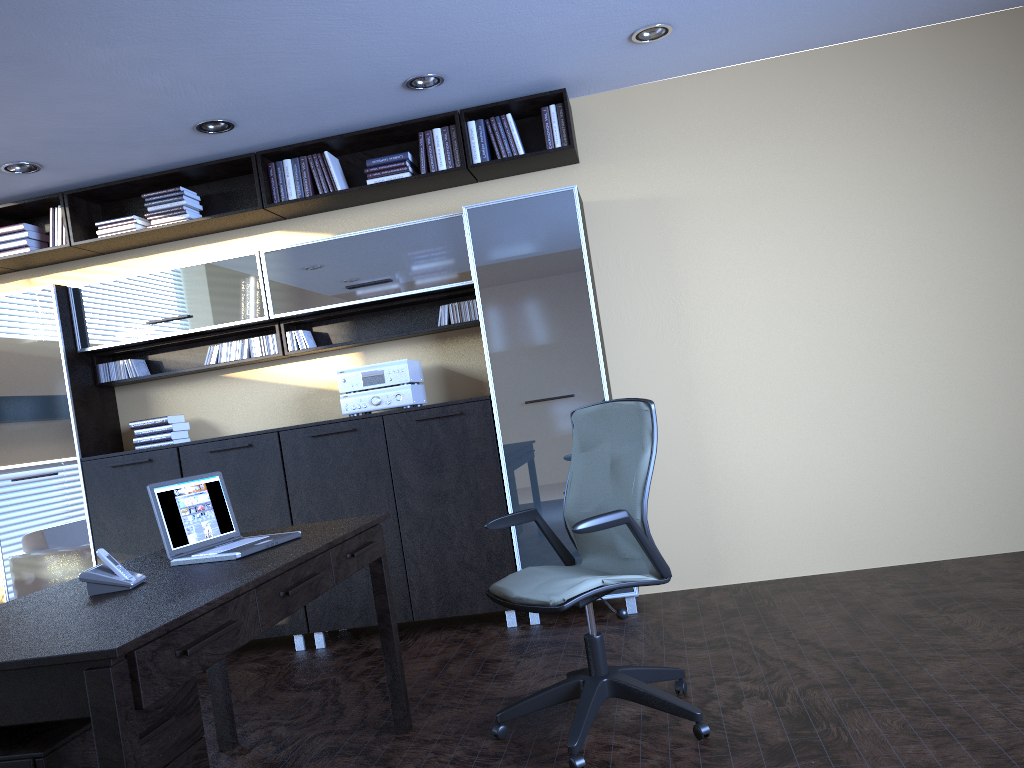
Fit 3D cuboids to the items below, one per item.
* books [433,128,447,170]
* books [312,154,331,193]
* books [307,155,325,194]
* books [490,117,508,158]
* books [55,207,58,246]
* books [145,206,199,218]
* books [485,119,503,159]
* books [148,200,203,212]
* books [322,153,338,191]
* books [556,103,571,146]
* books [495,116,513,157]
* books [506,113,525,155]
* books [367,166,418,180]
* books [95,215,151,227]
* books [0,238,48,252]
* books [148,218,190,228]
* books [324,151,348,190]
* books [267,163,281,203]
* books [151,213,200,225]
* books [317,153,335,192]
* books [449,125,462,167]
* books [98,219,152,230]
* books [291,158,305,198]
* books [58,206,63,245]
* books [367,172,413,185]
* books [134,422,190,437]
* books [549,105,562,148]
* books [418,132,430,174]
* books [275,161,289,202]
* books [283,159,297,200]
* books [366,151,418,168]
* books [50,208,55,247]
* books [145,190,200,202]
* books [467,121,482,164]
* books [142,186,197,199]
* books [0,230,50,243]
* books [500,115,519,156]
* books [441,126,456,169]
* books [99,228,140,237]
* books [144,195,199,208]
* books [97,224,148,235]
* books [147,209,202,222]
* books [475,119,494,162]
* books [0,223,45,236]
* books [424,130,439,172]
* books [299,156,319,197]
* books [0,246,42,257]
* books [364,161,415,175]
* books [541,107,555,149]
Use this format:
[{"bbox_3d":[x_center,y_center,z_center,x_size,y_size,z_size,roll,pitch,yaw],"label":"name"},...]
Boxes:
[{"bbox_3d":[-0.409,-1.363,5.271,0.050,0.258,0.207,-9,0,9],"label":"books"},{"bbox_3d":[-1.127,-1.251,5.395,0.075,0.259,0.207,-9,0,9],"label":"books"},{"bbox_3d":[-1.158,-1.246,5.401,0.075,0.259,0.207,-9,0,9],"label":"books"},{"bbox_3d":[-0.062,-1.417,5.213,0.075,0.259,0.207,-9,0,9],"label":"books"},{"bbox_3d":[-2.851,-0.983,5.675,0.075,0.259,0.207,-9,0,8],"label":"books"},{"bbox_3d":[-2.133,-1.066,5.572,0.258,0.028,0.207,-9,-1,8],"label":"books"},{"bbox_3d":[-0.089,-1.412,5.240,0.075,0.259,0.207,-9,0,9],"label":"books"},{"bbox_3d":[-2.110,-1.099,5.559,0.258,0.028,0.207,-9,-1,9],"label":"books"},{"bbox_3d":[-1.072,-1.259,5.398,0.072,0.258,0.207,-9,0,9],"label":"books"},{"bbox_3d":[0.308,-1.474,5.159,0.050,0.258,0.207,-9,0,8],"label":"books"},{"bbox_3d":[-0.030,-1.421,5.213,0.075,0.259,0.207,-9,0,9],"label":"books"},{"bbox_3d":[0.031,-1.431,5.198,0.075,0.259,0.207,-9,0,8],"label":"books"},{"bbox_3d":[-0.716,-1.252,5.331,0.258,0.031,0.207,-9,-1,9],"label":"books"},{"bbox_3d":[-2.457,-1.015,5.610,0.258,0.028,0.207,-9,-1,8],"label":"books"},{"bbox_3d":[-3.175,-0.879,5.715,0.258,0.050,0.207,-9,-1,9],"label":"books"},{"bbox_3d":[-2.104,-0.984,5.548,0.258,0.028,0.207,-9,-1,9],"label":"books"},{"bbox_3d":[-1.053,-1.263,5.370,0.072,0.258,0.207,-9,0,8],"label":"books"},{"bbox_3d":[-1.423,-1.205,5.446,0.050,0.258,0.207,-9,0,9],"label":"books"},{"bbox_3d":[-2.086,-1.016,5.554,0.258,0.028,0.207,-9,-1,9],"label":"books"},{"bbox_3d":[-1.096,-1.254,5.386,0.072,0.258,0.207,-9,0,9],"label":"books"},{"bbox_3d":[-0.307,-1.378,5.255,0.050,0.258,0.207,-9,0,9],"label":"books"},{"bbox_3d":[-2.433,-0.990,5.600,0.258,0.028,0.207,-9,-1,8],"label":"books"},{"bbox_3d":[-1.271,-1.228,5.423,0.050,0.258,0.207,-9,0,9],"label":"books"},{"bbox_3d":[-2.822,-0.988,5.657,0.075,0.259,0.207,-9,0,8],"label":"books"},{"bbox_3d":[-0.719,-1.208,5.340,0.258,0.050,0.207,-9,-1,8],"label":"books"},{"bbox_3d":[-2.215,0.289,5.618,0.258,0.050,0.207,-9,-1,9],"label":"books"},{"bbox_3d":[0.264,-1.467,5.166,0.036,0.258,0.207,-9,0,9],"label":"books"},{"bbox_3d":[-0.511,-1.346,5.294,0.055,0.260,0.207,-9,0,9],"label":"books"},{"bbox_3d":[-1.373,-1.213,5.438,0.050,0.258,0.207,-9,0,9],"label":"books"},{"bbox_3d":[-1.323,-1.220,5.425,0.050,0.258,0.207,-9,0,9],"label":"books"},{"bbox_3d":[-0.719,-1.324,5.321,0.258,0.050,0.207,-9,-1,9],"label":"books"},{"bbox_3d":[-2.882,-0.978,5.676,0.075,0.259,0.207,-9,0,9],"label":"books"},{"bbox_3d":[-2.119,-1.156,5.545,0.258,0.028,0.207,-9,-1,8],"label":"books"},{"bbox_3d":[-0.206,-1.394,5.236,0.050,0.258,0.207,-9,0,8],"label":"books"},{"bbox_3d":[-2.143,-1.180,5.551,0.258,0.028,0.207,-9,-1,9],"label":"books"},{"bbox_3d":[-3.170,-0.931,5.723,0.258,0.050,0.207,-9,-1,9],"label":"books"},{"bbox_3d":[0.001,-1.426,5.204,0.075,0.259,0.207,-9,0,9],"label":"books"},{"bbox_3d":[-0.358,-1.370,5.264,0.050,0.258,0.207,-9,0,9],"label":"books"},{"bbox_3d":[-2.428,-0.934,5.592,0.258,0.028,0.207,-9,-1,10],"label":"books"},{"bbox_3d":[-2.126,-1.126,5.550,0.258,0.028,0.207,-9,-1,8],"label":"books"},{"bbox_3d":[-2.442,-0.961,5.596,0.258,0.028,0.207,-9,-1,9],"label":"books"},{"bbox_3d":[-2.110,-1.041,5.555,0.258,0.028,0.207,-9,-1,8],"label":"books"},{"bbox_3d":[-0.156,-1.402,5.228,0.050,0.258,0.207,-9,0,9],"label":"books"},{"bbox_3d":[-3.199,-0.978,5.722,0.258,0.050,0.207,-9,-1,8],"label":"books"},{"bbox_3d":[-0.458,-1.355,5.288,0.050,0.258,0.207,-9,0,9],"label":"books"},{"bbox_3d":[-1.220,-1.236,5.413,0.050,0.258,0.207,-9,0,9],"label":"books"},{"bbox_3d":[-3.157,-0.829,5.718,0.258,0.050,0.207,-9,-1,9],"label":"books"},{"bbox_3d":[-0.732,-1.281,5.332,0.258,0.031,0.207,-9,-1,8],"label":"books"},{"bbox_3d":[0.221,-1.460,5.184,0.050,0.258,0.207,-9,0,8],"label":"books"}]
